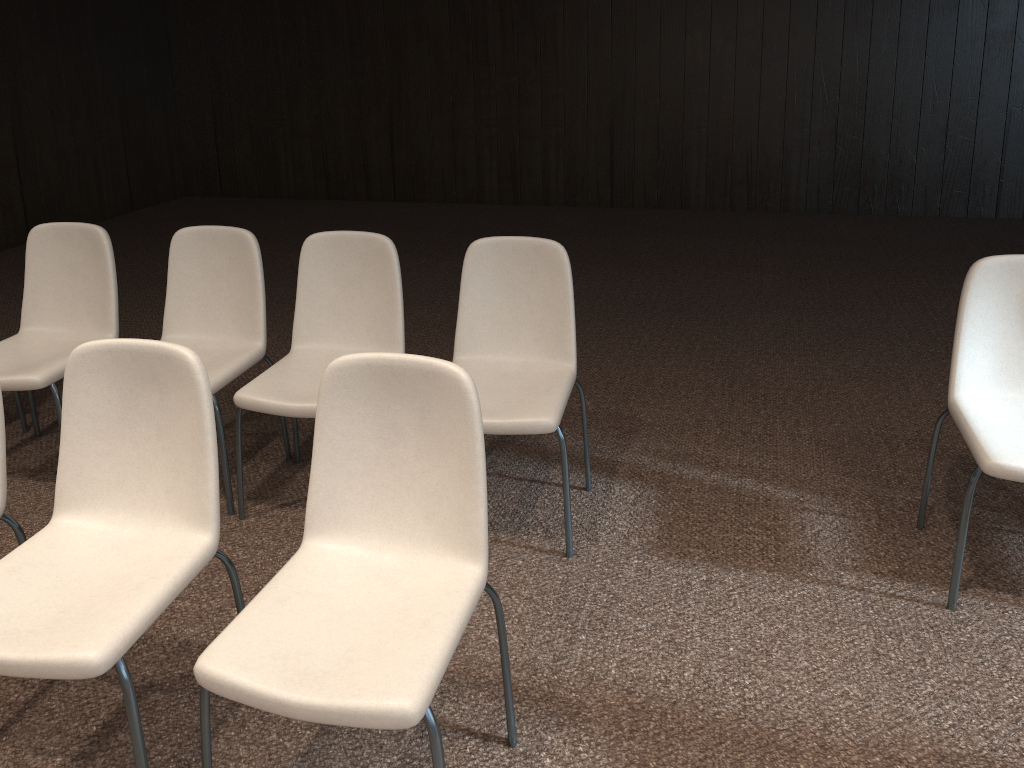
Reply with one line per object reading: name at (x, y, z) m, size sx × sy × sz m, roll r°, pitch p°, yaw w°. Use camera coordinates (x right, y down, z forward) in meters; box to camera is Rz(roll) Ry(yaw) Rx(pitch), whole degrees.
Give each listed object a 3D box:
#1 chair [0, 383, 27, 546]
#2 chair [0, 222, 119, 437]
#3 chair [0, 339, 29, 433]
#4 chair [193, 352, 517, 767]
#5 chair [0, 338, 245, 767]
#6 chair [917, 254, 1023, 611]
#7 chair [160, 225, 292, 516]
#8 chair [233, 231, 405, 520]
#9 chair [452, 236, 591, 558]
chair at (-1.515, 0.358, 2.088) m, size 0.532 × 0.866 × 0.580 m, roll 2°, pitch 17°, yaw 13°
chair at (-1.770, -0.113, 3.287) m, size 0.532 × 0.866 × 0.580 m, roll 2°, pitch 17°, yaw 13°
chair at (-2.342, -0.167, 3.456) m, size 0.533 × 0.866 × 0.579 m, roll 4°, pitch 17°, yaw 16°
chair at (-0.304, 0.452, 1.780) m, size 0.533 × 0.866 × 0.579 m, roll 3°, pitch 17°, yaw 16°
chair at (-0.920, 0.415, 1.911) m, size 0.532 × 0.866 × 0.580 m, roll 3°, pitch 17°, yaw 13°
chair at (1.505, 0.134, 2.470) m, size 0.532 × 0.866 × 0.580 m, roll 3°, pitch 17°, yaw 13°
chair at (-1.162, -0.076, 3.157) m, size 0.532 × 0.866 × 0.580 m, roll 3°, pitch 17°, yaw 14°
chair at (-0.628, -0.032, 3.013) m, size 0.532 × 0.866 × 0.580 m, roll 3°, pitch 17°, yaw 13°
chair at (-0.028, 0.012, 2.868) m, size 0.532 × 0.866 × 0.580 m, roll 3°, pitch 17°, yaw 13°
